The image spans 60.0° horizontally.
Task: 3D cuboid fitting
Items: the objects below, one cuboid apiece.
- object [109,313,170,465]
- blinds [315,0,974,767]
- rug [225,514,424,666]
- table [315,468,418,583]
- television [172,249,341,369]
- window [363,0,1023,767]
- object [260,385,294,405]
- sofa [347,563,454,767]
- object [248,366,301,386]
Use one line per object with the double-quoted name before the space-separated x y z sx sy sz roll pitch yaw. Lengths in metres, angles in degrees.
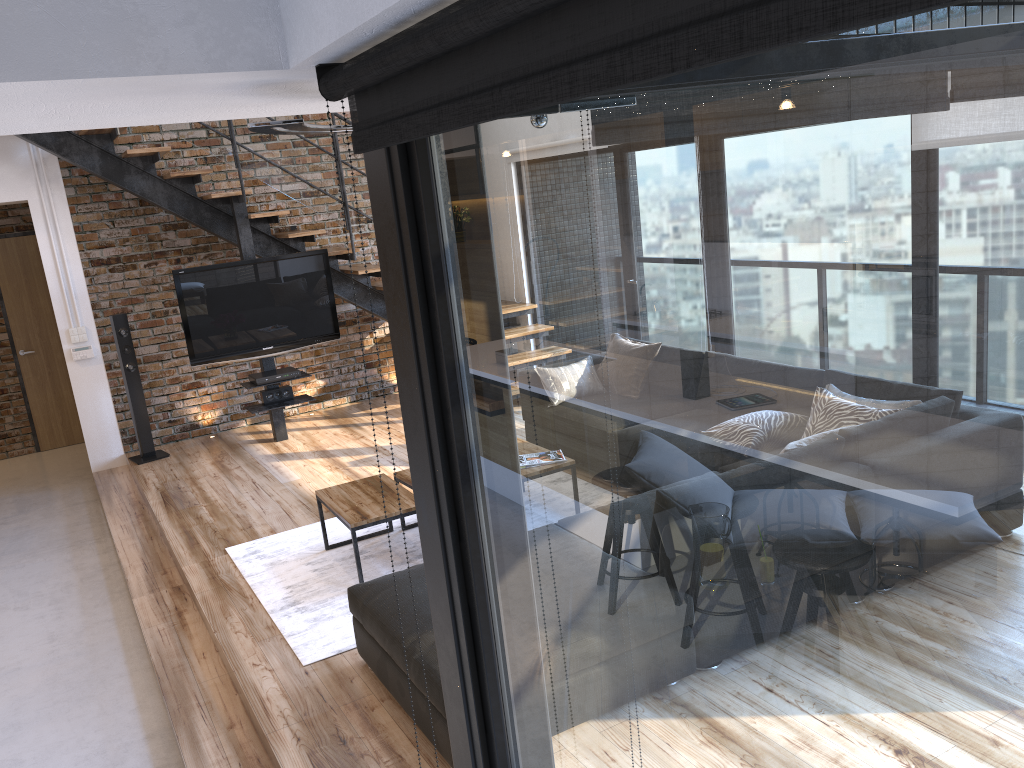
"object" -3.064 0.031 7.185 0.270 1.210 0.270 -17 17 -36
"blinds" 0.724 0.491 1.305 1.829 2.059 3.847 -3 14 16
"rug" -0.350 0.853 4.899 2.110 0.003 1.633 -13 14 -27
"table" -0.340 0.675 4.880 1.296 0.351 0.696 -13 14 -26
"television" -2.001 -0.601 7.033 1.205 0.786 0.136 -13 15 -26
"window" -0.389 -1.872 5.154 5.655 5.586 13.371 -13 15 -27
"object" -1.917 0.090 7.232 0.246 0.112 0.088 -13 15 -27
"sofa" 0.360 0.446 4.745 2.994 0.703 3.038 -13 14 -27
"object" -1.904 -0.063 7.121 0.359 0.058 0.274 -13 14 -27
